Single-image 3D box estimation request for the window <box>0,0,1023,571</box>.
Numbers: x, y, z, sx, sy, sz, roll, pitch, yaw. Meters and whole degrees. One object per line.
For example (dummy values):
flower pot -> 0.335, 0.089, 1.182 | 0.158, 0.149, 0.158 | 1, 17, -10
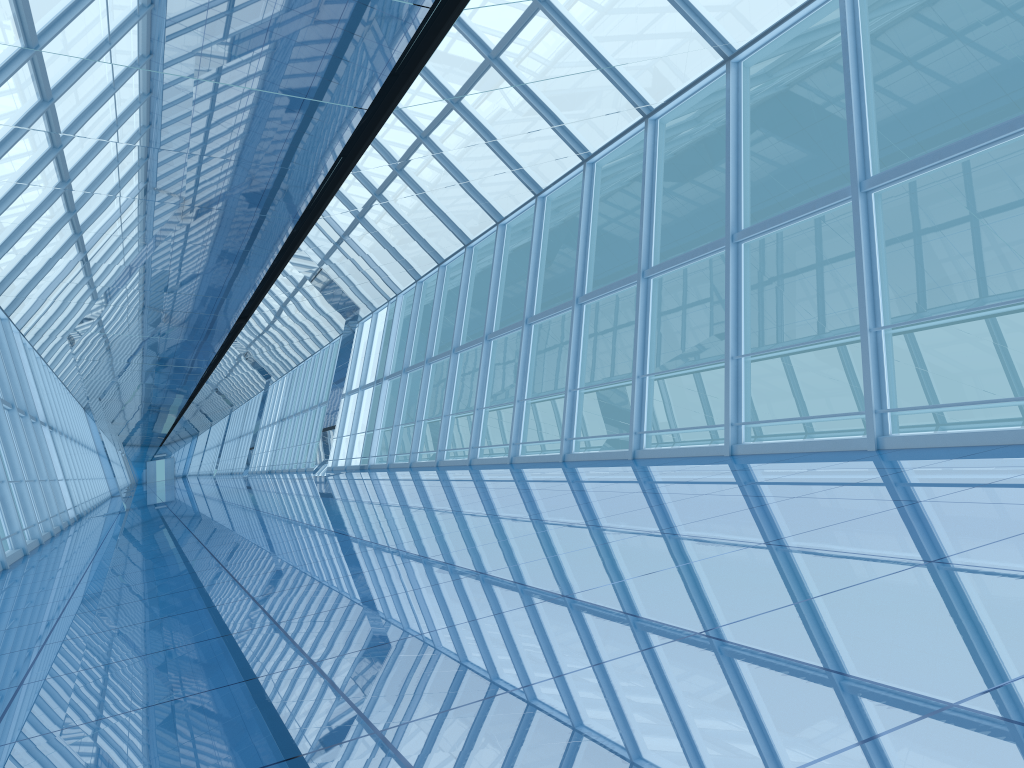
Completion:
window -> -18.132, 3.064, 46.388 | 10.010, 4.970, 104.095 | -7, -3, -24
